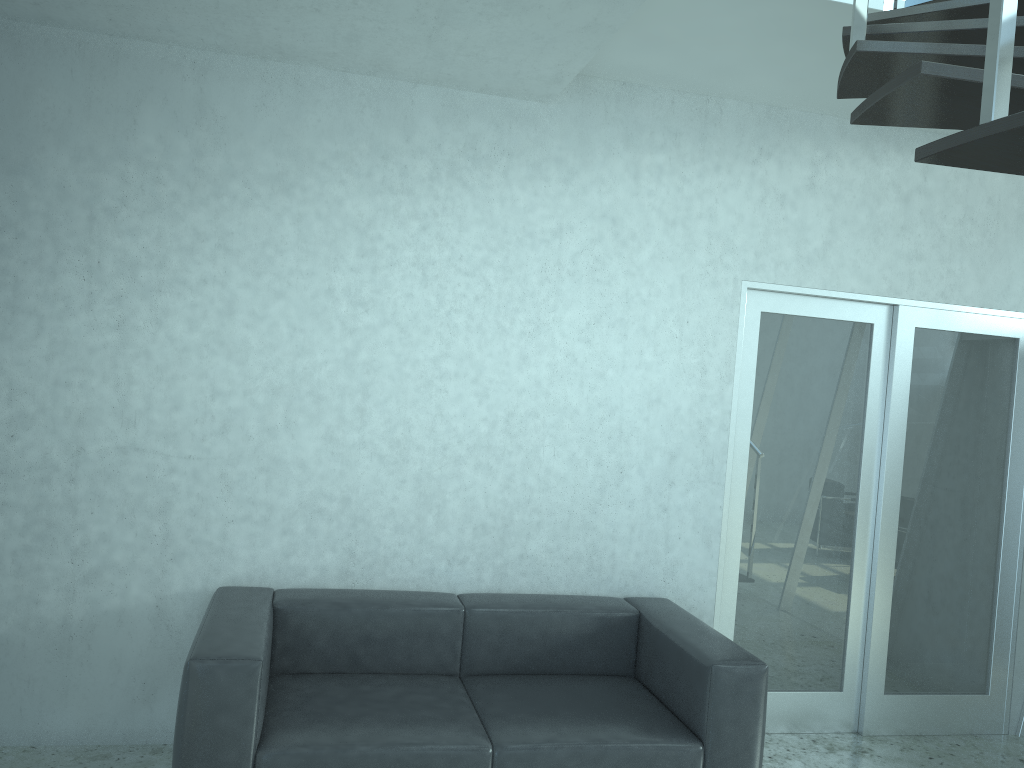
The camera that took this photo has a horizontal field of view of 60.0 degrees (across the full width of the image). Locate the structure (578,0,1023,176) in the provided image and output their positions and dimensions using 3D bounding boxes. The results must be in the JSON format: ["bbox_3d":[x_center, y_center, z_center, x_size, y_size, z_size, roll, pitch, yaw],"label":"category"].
[{"bbox_3d":[1.815,-0.354,2.340,2.655,4.156,3.780,5,0,-13],"label":"structure"}]

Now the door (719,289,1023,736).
[{"bbox_3d":[2.213,0.344,4.898,1.162,3.200,2.576,5,0,35],"label":"door"}]

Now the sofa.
[{"bbox_3d":[-0.163,1.213,3.366,2.025,0.652,0.943,5,0,-13],"label":"sofa"}]
